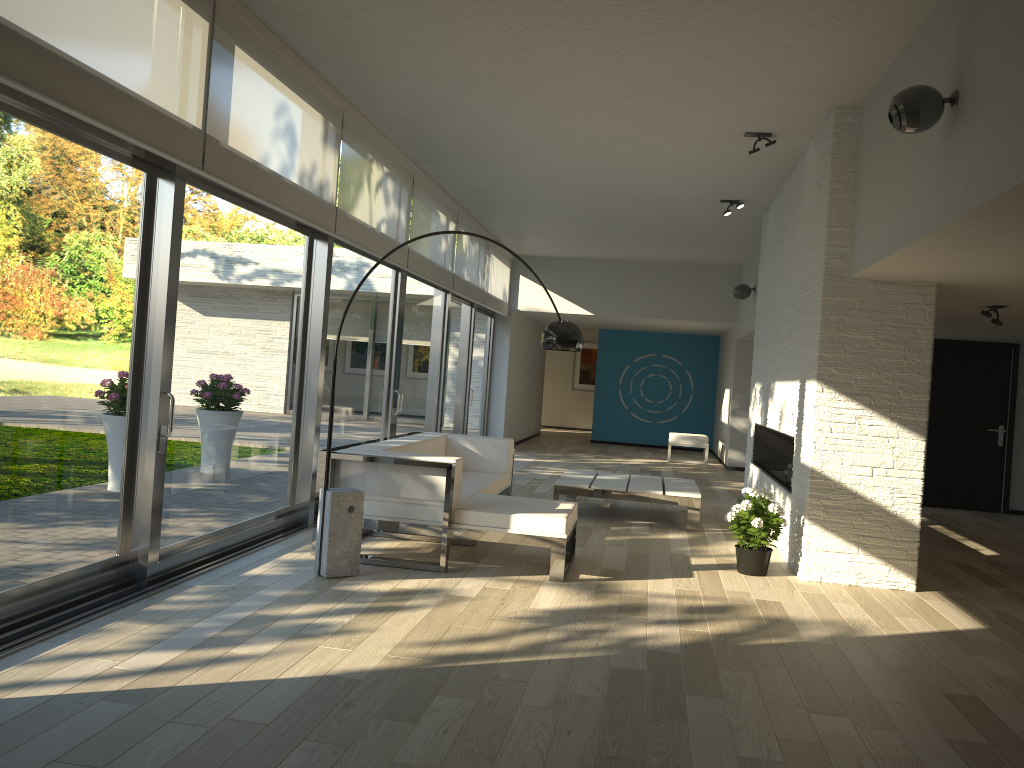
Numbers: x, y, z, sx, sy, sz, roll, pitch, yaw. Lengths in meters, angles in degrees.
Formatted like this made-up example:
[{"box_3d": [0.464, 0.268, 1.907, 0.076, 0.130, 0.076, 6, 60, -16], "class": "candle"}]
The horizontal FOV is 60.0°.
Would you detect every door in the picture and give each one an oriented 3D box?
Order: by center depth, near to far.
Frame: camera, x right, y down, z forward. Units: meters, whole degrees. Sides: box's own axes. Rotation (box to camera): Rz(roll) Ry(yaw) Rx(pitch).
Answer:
[{"box_3d": [0.052, 0.073, 9.831, 19.442, 2.374, 22.945, 4, 1, 9], "class": "door"}, {"box_3d": [5.289, 0.478, 10.232, 0.920, 1.947, 0.108, 4, 0, 9], "class": "door"}]

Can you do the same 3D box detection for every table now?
[{"box_3d": [1.045, 1.027, 8.011, 1.220, 0.305, 1.220, 4, 0, 9], "class": "table"}]

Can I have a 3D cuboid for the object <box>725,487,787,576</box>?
[{"box_3d": [1.597, 0.960, 5.811, 0.405, 0.571, 0.430, 4, 0, 31], "class": "object"}]

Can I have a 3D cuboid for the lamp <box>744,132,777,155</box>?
[{"box_3d": [1.804, -1.735, 6.444, 0.234, 0.153, 0.135, 4, 0, 9], "class": "lamp"}]

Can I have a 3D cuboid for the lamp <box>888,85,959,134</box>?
[{"box_3d": [1.774, -1.170, 3.785, 0.315, 0.203, 0.201, 4, 0, 9], "class": "lamp"}]

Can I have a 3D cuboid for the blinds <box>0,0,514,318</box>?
[{"box_3d": [-0.933, -1.525, 8.142, 0.056, 0.984, 11.528, 4, 1, 9], "class": "blinds"}]

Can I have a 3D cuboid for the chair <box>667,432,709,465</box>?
[{"box_3d": [2.807, 1.027, 14.170, 0.611, 0.442, 0.610, 4, 0, 9], "class": "chair"}]

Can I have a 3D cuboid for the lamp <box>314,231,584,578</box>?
[{"box_3d": [-0.273, 0.092, 5.387, 1.753, 2.024, 0.283, 4, 0, -38], "class": "lamp"}]

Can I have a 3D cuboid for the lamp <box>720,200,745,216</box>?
[{"box_3d": [2.168, -1.731, 8.736, 0.234, 0.153, 0.135, 4, 0, 9], "class": "lamp"}]

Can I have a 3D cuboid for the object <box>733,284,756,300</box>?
[{"box_3d": [2.946, -1.156, 11.160, 0.315, 0.203, 0.201, 4, 0, 9], "class": "object"}]

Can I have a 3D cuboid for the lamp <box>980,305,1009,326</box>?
[{"box_3d": [3.624, -0.511, 6.675, 0.135, 0.153, 0.234, 4, 0, 9], "class": "lamp"}]

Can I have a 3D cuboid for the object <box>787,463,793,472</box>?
[{"box_3d": [2.572, 0.766, 8.096, 0.082, 0.073, 0.237, 4, 0, 8], "class": "object"}]

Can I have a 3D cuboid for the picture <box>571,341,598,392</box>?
[{"box_3d": [2.117, -0.388, 20.835, 1.378, 1.191, 0.017, 4, 0, 9], "class": "picture"}]

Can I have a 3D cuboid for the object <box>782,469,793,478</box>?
[{"box_3d": [2.530, 0.827, 8.105, 0.075, 0.074, 0.245, 4, 0, 8], "class": "object"}]

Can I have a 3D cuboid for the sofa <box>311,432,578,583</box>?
[{"box_3d": [-0.264, 0.778, 6.381, 1.546, 0.654, 2.404, 4, 0, 9], "class": "sofa"}]

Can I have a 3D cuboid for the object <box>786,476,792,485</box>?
[{"box_3d": [2.379, 0.823, 7.391, 0.075, 0.074, 0.246, 4, 0, -12], "class": "object"}]
